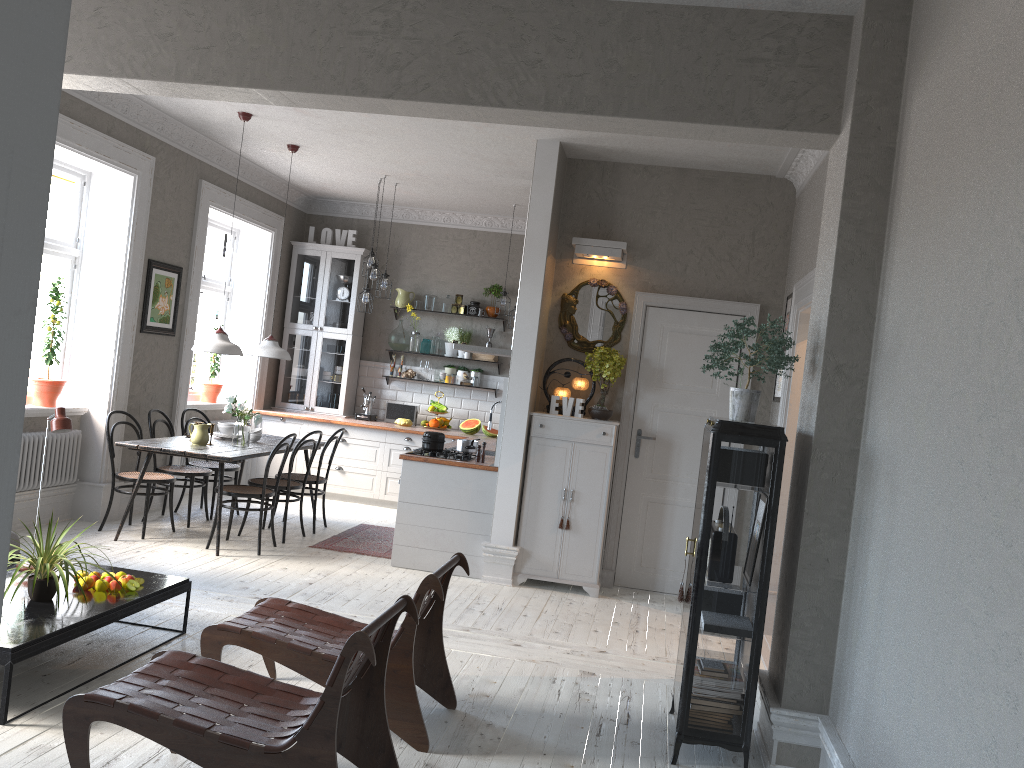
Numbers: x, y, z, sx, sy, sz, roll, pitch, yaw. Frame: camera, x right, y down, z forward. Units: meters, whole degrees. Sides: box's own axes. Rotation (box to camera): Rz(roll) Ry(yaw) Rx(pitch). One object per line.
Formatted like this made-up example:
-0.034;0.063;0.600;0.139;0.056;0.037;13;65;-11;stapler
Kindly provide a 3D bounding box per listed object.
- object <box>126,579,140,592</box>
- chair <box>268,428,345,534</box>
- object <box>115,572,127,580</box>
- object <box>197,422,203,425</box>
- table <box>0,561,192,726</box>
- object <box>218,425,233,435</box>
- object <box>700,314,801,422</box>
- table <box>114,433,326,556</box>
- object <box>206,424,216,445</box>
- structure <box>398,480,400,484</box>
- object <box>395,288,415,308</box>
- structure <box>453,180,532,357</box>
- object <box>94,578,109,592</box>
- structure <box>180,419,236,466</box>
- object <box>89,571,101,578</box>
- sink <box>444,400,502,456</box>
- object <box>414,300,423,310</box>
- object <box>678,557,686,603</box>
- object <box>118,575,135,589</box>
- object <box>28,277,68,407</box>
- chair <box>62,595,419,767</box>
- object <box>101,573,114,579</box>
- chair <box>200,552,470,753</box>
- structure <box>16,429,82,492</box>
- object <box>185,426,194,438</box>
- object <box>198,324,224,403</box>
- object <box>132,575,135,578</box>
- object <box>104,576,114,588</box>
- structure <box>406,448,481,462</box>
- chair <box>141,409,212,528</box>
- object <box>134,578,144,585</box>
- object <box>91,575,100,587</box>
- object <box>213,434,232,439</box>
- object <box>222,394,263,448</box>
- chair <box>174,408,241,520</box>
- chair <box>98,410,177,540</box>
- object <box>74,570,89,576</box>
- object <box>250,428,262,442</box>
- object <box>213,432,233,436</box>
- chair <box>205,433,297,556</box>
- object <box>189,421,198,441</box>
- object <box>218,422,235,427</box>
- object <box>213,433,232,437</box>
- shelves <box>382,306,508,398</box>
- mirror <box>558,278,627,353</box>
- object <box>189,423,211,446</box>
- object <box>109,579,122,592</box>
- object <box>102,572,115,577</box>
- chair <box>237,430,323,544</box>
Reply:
-1.846;0.981;4.301;0.058;0.053;0.060;7;0;15;object
-1.795;0.812;7.765;0.547;0.920;0.439;7;0;6;chair
-1.943;0.964;4.402;0.060;0.062;0.063;7;0;-10;object
-2.476;0.379;7.012;0.061;0.172;0.063;7;0;30;object
-2.226;1.116;4.068;0.844;0.303;1.317;7;1;9;table
-2.420;0.400;7.551;0.180;0.094;0.179;7;1;-1;object
1.073;-0.084;3.995;0.408;0.506;0.404;7;0;24;object
-2.341;0.846;7.358;0.899;0.735;1.931;7;1;9;table
-2.362;0.396;6.961;0.058;0.167;0.060;7;0;22;object
-0.544;0.914;7.057;0.615;0.623;0.626;7;0;8;structure
-1.226;-0.964;10.042;0.188;0.216;0.176;7;0;22;object
-0.016;-1.052;8.072;0.709;1.595;0.716;7;0;8;structure
-1.967;0.962;4.246;0.060;0.063;0.063;7;1;40;object
-3.113;0.585;8.907;0.148;0.428;1.228;7;1;8;structure
-2.055;0.953;4.361;0.058;0.058;0.058;7;0;-9;object
-0.269;0.481;7.685;0.525;0.720;0.489;7;0;8;sink
-1.066;-0.892;10.080;0.102;0.111;0.104;7;0;8;object
0.826;0.942;4.282;0.041;0.234;0.044;6;0;-35;object
-1.892;0.969;4.346;0.073;0.064;0.077;7;1;39;object
-3.480;-0.324;6.694;0.276;0.991;0.264;6;0;-43;object
-0.895;1.069;3.021;1.011;0.721;0.510;7;0;8;chair
-1.993;0.960;4.362;0.063;0.058;0.060;6;1;-37;object
-0.752;1.076;3.871;1.011;0.721;0.510;7;0;8;chair
-3.536;0.562;6.392;0.148;0.428;1.228;7;1;8;structure
-2.632;0.388;7.348;0.140;0.112;0.138;7;0;-9;object
-3.087;-0.216;9.161;0.255;0.813;0.265;7;0;36;object
-1.924;0.978;4.470;0.047;0.036;0.061;7;1;19;object
-1.962;0.964;4.310;0.056;0.058;0.058;7;0;-1;object
-0.526;0.550;7.063;0.493;0.031;0.609;7;1;9;structure
-2.800;0.698;7.439;0.547;0.920;0.439;7;0;6;chair
-1.872;0.984;4.422;0.046;0.037;0.068;7;1;35;object
-2.029;0.957;4.302;0.058;0.056;0.060;7;0;-5;object
-2.426;0.453;7.551;0.233;0.027;0.241;7;1;26;object
-2.147;0.295;7.058;0.310;0.414;0.252;7;0;6;object
-2.701;0.704;7.920;0.541;0.920;0.444;7;0;21;chair
-2.889;0.693;6.888;0.543;0.920;0.442;7;0;16;chair
-2.126;0.946;4.369;0.069;0.055;0.059;6;1;-25;object
-2.201;0.432;7.566;0.123;0.119;0.129;7;1;24;object
-2.424;0.435;7.551;0.233;0.027;0.242;7;1;31;object
-1.979;0.801;6.756;0.547;0.920;0.439;7;0;6;chair
-2.524;0.373;7.091;0.097;0.172;0.095;7;0;-10;object
-2.418;0.380;7.551;0.180;0.094;0.179;7;1;-1;object
-2.425;0.444;7.551;0.241;0.027;0.233;6;1;-24;object
-0.764;-0.343;10.033;1.309;0.923;0.230;7;0;7;shelves
0.629;-0.534;6.920;0.530;0.593;0.071;7;0;7;mirror
-2.429;0.387;6.886;0.152;0.170;0.133;6;0;-30;object
-1.907;0.972;4.262;0.056;0.058;0.057;7;1;33;object
-2.018;0.966;4.428;0.064;0.039;0.067;7;1;14;object
-1.894;0.806;7.287;0.543;0.920;0.442;7;0;16;chair
